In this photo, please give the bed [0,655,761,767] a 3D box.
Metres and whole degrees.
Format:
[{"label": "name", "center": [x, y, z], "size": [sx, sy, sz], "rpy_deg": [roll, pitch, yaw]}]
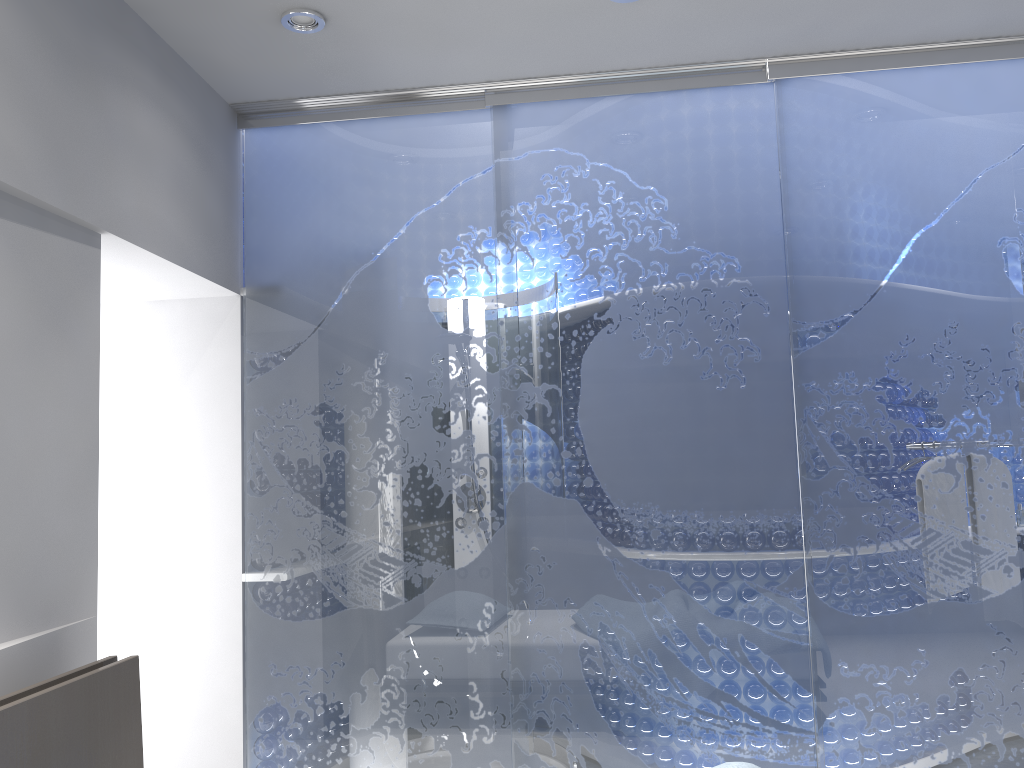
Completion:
[{"label": "bed", "center": [0.043, 0.983, 1.605], "size": [2.319, 0.752, 1.411], "rpy_deg": [-3, -5, 7]}]
